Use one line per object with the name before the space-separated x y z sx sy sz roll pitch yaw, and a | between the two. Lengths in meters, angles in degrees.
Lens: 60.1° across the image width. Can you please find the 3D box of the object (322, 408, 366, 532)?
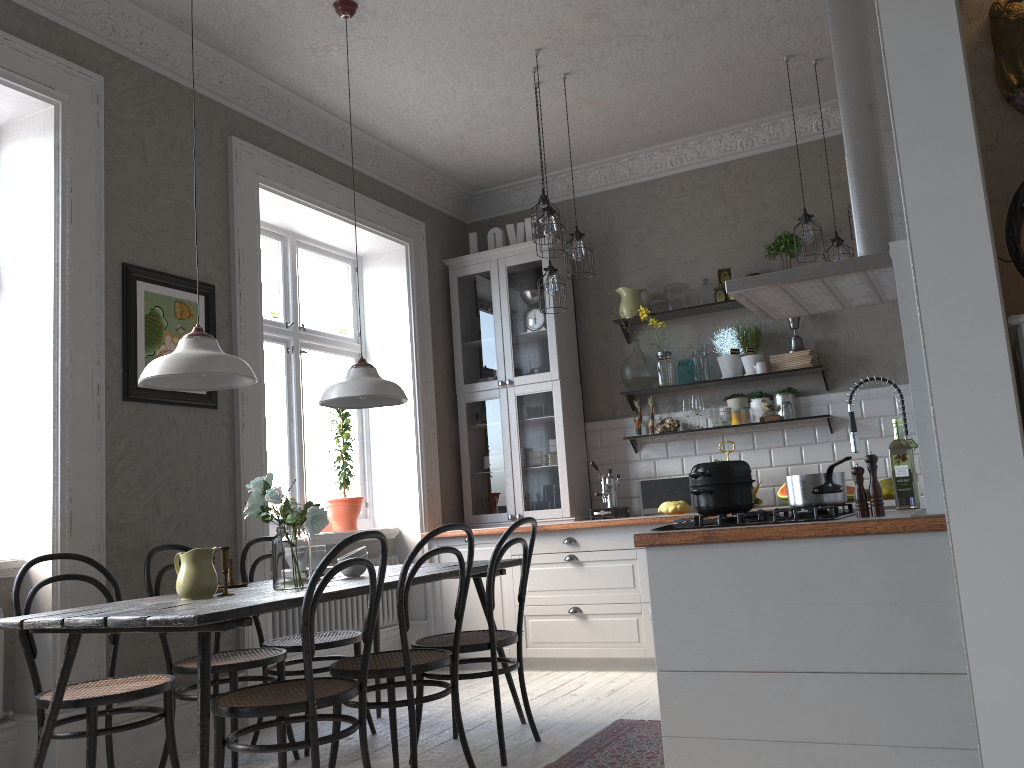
object | -1.052 0.503 5.500 0.265 0.813 0.255 2 -10 -36

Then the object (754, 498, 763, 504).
object | 1.442 0.713 5.388 0.055 0.044 0.213 0 -9 -24

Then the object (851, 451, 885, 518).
object | 0.915 0.258 2.285 0.072 0.166 0.036 -8 -9 26

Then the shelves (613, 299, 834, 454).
shelves | 1.336 -0.045 5.673 1.294 0.923 0.232 -8 -9 26

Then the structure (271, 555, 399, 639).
structure | -1.019 1.251 5.120 0.146 0.428 1.243 -8 -9 25

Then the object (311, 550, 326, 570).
object | -0.859 0.742 3.661 0.177 0.094 0.182 -7 -9 17

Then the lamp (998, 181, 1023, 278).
lamp | 1.452 -0.320 2.180 0.441 0.558 0.175 -10 -10 34

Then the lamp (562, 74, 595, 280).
lamp | 0.305 -1.430 4.844 0.145 1.734 0.148 -6 -8 13

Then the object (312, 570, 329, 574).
object | -0.855 0.786 3.655 0.238 0.027 0.236 -4 -8 -5

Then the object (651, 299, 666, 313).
object | 0.979 -0.501 5.906 0.101 0.111 0.105 -8 -9 26

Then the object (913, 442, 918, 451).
object | 1.772 0.144 3.855 0.080 0.442 0.335 -8 -9 28

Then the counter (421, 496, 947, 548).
counter | 0.427 0.683 4.225 3.109 0.039 3.448 -9 -9 26

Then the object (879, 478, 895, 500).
object | 2.095 0.579 4.891 0.205 0.119 0.131 -3 -8 -11

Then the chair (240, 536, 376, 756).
chair | -0.943 1.148 4.039 0.538 0.920 0.447 -11 -11 39

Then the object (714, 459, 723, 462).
object | 1.322 0.497 5.368 0.207 0.101 0.068 -10 -10 32

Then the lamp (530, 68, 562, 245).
lamp | 0.124 -1.609 4.778 0.145 1.734 0.148 -6 -8 13

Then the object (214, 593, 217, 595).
object | -1.089 0.668 3.168 0.063 0.172 0.061 3 -11 -41

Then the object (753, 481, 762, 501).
object | 1.450 0.646 5.335 0.128 0.120 0.060 3 -11 -39

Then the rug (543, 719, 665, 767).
rug | 0.482 1.371 3.195 0.724 0.014 1.311 -9 -9 27

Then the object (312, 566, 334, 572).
object | -0.856 0.777 3.656 0.242 0.027 0.232 3 -11 -40

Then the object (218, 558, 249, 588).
object | -1.120 0.754 3.531 0.138 0.112 0.140 -6 -8 9

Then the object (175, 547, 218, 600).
object | -1.086 0.648 3.033 0.151 0.169 0.134 -2 -8 -12

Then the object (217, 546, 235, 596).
object | -0.998 0.651 3.084 0.058 0.167 0.060 -11 -11 40

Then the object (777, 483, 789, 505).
object | 1.625 0.609 5.039 0.222 0.174 0.231 3 -11 -41

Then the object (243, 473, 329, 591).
object | -0.787 0.516 3.131 0.307 0.414 0.255 -8 -9 25

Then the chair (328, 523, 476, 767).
chair | -0.392 0.980 3.181 0.538 0.920 0.446 -10 -10 34

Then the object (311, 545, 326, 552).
object | -0.860 0.722 3.664 0.177 0.094 0.182 -7 -9 17

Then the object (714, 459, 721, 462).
object | 1.265 0.484 5.403 0.072 0.058 0.051 -5 -8 3

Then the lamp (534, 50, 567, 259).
lamp | 0.142 -1.508 4.576 0.148 1.734 0.145 -2 -8 -16

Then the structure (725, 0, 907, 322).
structure | 1.258 -1.150 3.718 0.701 1.595 0.724 -8 -9 26

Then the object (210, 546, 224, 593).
object | -1.108 0.683 3.259 0.095 0.172 0.096 -5 -8 8

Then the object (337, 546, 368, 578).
object | -0.648 0.725 3.605 0.122 0.119 0.130 -12 -11 42

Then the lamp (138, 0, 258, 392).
lamp | -1.132 -0.916 3.155 0.386 1.858 0.373 0 -9 -25

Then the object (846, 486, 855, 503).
object | 1.829 0.594 4.880 0.223 0.127 0.149 -6 -8 9

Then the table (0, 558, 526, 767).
table | -0.771 1.131 3.373 0.890 0.734 1.952 -8 -9 27

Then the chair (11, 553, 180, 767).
chair | -1.453 1.050 3.114 0.538 0.920 0.446 -10 -10 34

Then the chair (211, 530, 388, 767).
chair | -0.643 0.928 2.702 0.541 0.920 0.445 -8 -9 24

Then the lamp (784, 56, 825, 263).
lamp | 1.529 -1.521 4.833 0.149 1.734 0.144 1 -10 -31

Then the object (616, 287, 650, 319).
object | 0.808 -0.538 5.930 0.187 0.216 0.177 -11 -11 40

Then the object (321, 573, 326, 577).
object | -0.855 0.795 3.653 0.242 0.027 0.232 4 -12 -45

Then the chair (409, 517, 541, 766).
chair | -0.145 1.023 3.606 0.541 0.920 0.445 -8 -9 24

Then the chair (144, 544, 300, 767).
chair | -1.191 1.104 3.612 0.541 0.920 0.445 -8 -9 24

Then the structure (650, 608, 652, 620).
structure | 0.788 0.745 2.548 0.608 0.623 0.633 -8 -9 26

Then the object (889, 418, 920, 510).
object | 1.220 0.246 2.740 0.088 0.282 0.083 -8 -9 27

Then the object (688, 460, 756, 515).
object | 0.601 0.297 2.533 0.189 0.147 0.194 -5 -8 6

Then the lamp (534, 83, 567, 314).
lamp | 0.165 -1.250 4.900 0.147 1.734 0.146 -3 -8 -6

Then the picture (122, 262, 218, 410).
picture | -1.570 -0.207 4.095 0.019 0.619 0.530 -8 -9 27

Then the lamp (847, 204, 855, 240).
lamp | 1.866 -1.661 4.953 0.149 1.734 0.144 -1 -9 -21

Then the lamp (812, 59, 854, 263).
lamp | 1.714 -1.404 4.881 0.147 1.734 0.146 -4 -8 -1

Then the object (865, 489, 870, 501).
object | 2.001 0.624 4.990 0.201 0.073 0.119 -3 -8 -10

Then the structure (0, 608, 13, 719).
structure | -2.229 1.010 2.855 0.146 0.428 1.243 -8 -9 25

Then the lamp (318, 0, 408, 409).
lamp | -0.704 -0.831 3.953 0.372 1.858 0.387 -10 -10 34

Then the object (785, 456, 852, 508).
object | 0.947 0.292 2.621 0.178 0.134 0.298 0 -9 -28

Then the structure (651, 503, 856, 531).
structure | 0.742 0.389 2.615 0.488 0.031 0.616 -9 -9 27

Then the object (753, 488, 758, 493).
object | 1.429 0.644 5.355 0.125 0.056 0.060 -7 -9 18
